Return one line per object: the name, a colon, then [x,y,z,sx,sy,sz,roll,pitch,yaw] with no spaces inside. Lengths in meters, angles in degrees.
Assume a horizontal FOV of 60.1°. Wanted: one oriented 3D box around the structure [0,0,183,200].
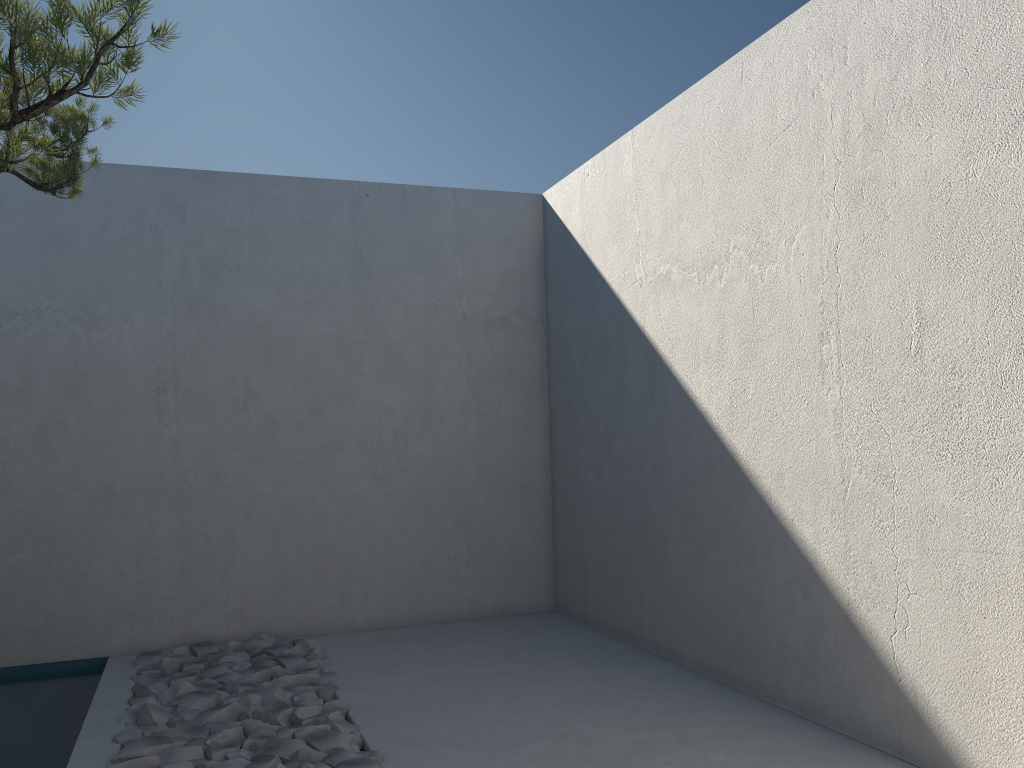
structure: [-2.004,-0.172,1.771,2.584,3.468,2.524,-1,-1,-27]
